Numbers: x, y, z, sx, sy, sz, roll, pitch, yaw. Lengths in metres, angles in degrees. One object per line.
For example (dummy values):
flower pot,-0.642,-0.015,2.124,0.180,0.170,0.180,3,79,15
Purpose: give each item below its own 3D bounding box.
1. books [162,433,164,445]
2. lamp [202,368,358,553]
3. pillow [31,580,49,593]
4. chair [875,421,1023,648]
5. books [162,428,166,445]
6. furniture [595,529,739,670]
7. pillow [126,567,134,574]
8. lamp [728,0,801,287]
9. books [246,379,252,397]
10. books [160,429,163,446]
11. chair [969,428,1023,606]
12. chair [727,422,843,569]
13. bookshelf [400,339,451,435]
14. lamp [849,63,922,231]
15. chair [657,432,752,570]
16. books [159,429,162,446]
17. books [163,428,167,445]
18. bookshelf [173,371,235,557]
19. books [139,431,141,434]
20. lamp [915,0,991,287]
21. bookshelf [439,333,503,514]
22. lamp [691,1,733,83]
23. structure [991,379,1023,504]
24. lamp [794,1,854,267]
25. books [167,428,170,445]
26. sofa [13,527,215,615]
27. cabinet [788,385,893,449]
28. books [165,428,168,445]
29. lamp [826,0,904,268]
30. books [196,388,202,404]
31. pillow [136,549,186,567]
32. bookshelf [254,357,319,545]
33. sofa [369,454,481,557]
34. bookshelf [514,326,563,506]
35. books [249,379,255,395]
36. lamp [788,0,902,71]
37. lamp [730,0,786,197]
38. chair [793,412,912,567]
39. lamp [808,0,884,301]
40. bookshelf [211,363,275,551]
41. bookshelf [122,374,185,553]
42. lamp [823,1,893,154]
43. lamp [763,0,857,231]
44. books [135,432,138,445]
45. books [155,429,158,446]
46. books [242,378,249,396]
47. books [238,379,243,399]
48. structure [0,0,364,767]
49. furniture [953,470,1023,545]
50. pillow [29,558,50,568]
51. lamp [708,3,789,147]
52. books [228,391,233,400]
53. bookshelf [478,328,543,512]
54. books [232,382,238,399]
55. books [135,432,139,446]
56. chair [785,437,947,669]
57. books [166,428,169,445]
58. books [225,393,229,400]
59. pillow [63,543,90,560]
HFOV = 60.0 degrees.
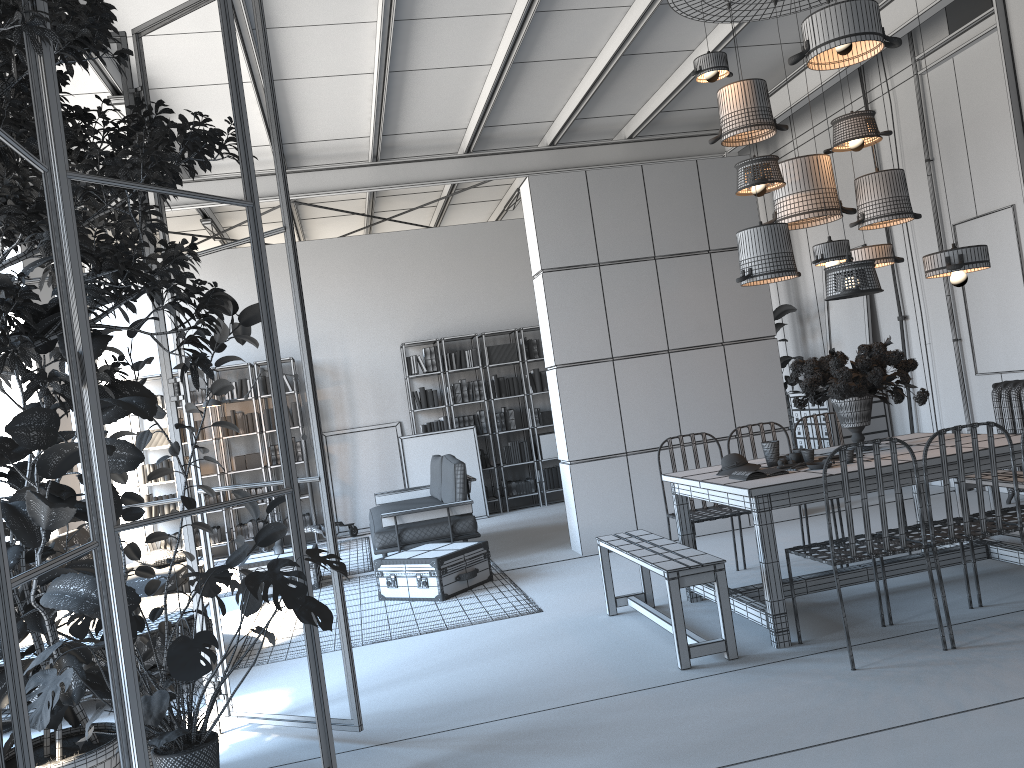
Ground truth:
books,-4.134,0.629,10.534,0.014,0.207,0.157,-8,-1,-10
lamp,-2.682,0.882,10.302,1.284,2.144,1.194,-8,-1,2
pillow,-3.747,1.650,7.021,0.186,0.404,0.394,-8,-1,-22
chair,2.090,0.676,4.255,0.474,0.975,0.488,-8,-1,-10
books,-4.121,0.627,10.536,0.014,0.207,0.157,-8,-1,-10
furniture,0.802,1.127,4.833,0.300,0.478,1.260,-8,-1,-10
pillow,-3.653,1.737,7.934,0.453,0.157,0.488,-8,-1,-10
lamp,1.285,-1.478,4.889,0.352,1.845,0.312,-8,-1,15
books,-3.189,0.060,10.793,0.035,0.229,0.196,-8,-1,-10
books,-4.147,0.631,10.531,0.014,0.207,0.157,-8,-1,-10
chair,2.586,0.606,4.347,0.474,0.975,0.488,-8,-1,-10
chair,1.799,0.747,5.928,0.474,0.975,0.488,-8,-1,-10
bookshelf,-1.016,0.601,11.178,0.455,2.276,0.455,-8,-1,-10
lamp,2.171,-1.742,5.420,0.364,1.553,0.322,-9,-1,35
chair,1.303,0.816,5.836,0.474,0.975,0.488,-8,-1,-10
books,-4.160,0.633,10.529,0.014,0.207,0.157,-8,-1,-10
books,-4.108,0.625,10.539,0.014,0.207,0.157,-8,-1,-10
bookshelf,-3.730,0.978,10.658,0.455,2.276,0.455,-8,-1,-10
books,-4.372,0.662,10.490,0.014,0.207,0.157,-8,-1,-10
lamp,2.301,-1.531,4.858,0.323,2.026,0.404,-8,-1,-7
bookshelf,-0.535,0.533,11.248,0.455,2.276,0.455,-8,-1,-10
lamp,1.177,-2.101,5.361,0.202,0.564,0.253,-9,-1,28
structure,4.080,0.460,6.848,0.328,1.007,0.733,-8,-1,-10
lamp,1.730,-1.543,5.121,0.202,1.831,0.253,-9,-1,28
books,-4.068,0.620,10.546,0.014,0.207,0.157,-8,-1,-10
sofa,-3.650,1.696,8.242,1.206,0.734,3.193,-8,-1,-10
cabinet,3.471,0.553,9.351,0.668,1.026,0.796,-8,-1,-10
books,-4.094,0.624,10.541,0.014,0.207,0.157,-8,-1,-10
lamp,2.174,-1.613,5.734,0.404,1.798,0.323,-7,-1,-42
books,-3.743,0.148,10.672,0.056,0.195,0.270,-8,-1,-10
pillow,-3.413,1.697,8.656,0.375,0.177,0.407,-9,-1,40
bookshelf,-2.748,0.842,10.842,0.455,2.276,0.455,-8,-1,-10
sofa,-0.903,1.193,8.524,0.952,0.948,2.347,-8,-1,-10
bookshelf,0.446,0.397,11.431,0.455,2.276,0.455,-8,-1,-10
books,-3.161,0.055,10.798,0.023,0.232,0.187,-8,-1,-10
lamp,1.768,-2.127,4.841,0.505,0.687,0.403,-7,-1,-32
lamp,1.393,-1.758,5.270,0.301,1.306,0.359,-8,-1,-18
chair,2.282,0.680,6.018,0.474,0.975,0.488,-8,-1,-10
lamp,1.655,-1.454,4.688,0.301,2.004,0.359,-8,-1,-13
bookshelf,-3.242,0.911,10.785,0.455,2.276,0.455,-8,-1,-10
bookshelf,-4.214,1.046,10.604,0.455,2.276,0.455,-8,-1,-10
lamp,2.028,-1.954,5.399,0.359,1.094,0.301,-8,-1,7
lamp,1.781,-1.736,5.639,0.415,1.447,0.470,-7,-1,-40
books,-4.431,0.667,10.478,0.073,0.201,0.156,-8,-1,-13
books,-4.200,0.638,10.522,0.014,0.207,0.157,-8,-1,-10
books,-3.236,0.058,10.785,0.057,0.242,0.178,-8,-1,-10
books,-3.296,0.067,10.754,0.077,0.244,0.178,-8,-1,-11
structure,-2.207,0.065,2.920,2.994,3.454,2.452,-8,-1,-10
furniture,3.184,0.795,5.249,0.300,0.478,1.260,-8,-1,-10
pillow,-3.745,1.619,7.276,0.252,0.404,0.512,-8,-1,-14
lamp,1.431,-1.978,5.595,0.346,0.870,0.392,-7,-1,-40
books,-3.418,0.089,10.761,0.029,0.231,0.173,-8,-1,-10
bookshelf,-0.036,0.464,11.347,0.455,2.276,0.455,-8,-1,-10
books,-3.355,0.087,10.761,0.039,0.222,0.161,-8,-1,-10
books,-4.417,0.670,10.481,0.073,0.201,0.156,-8,-1,-13
chair,1.607,0.743,4.165,0.474,0.975,0.488,-8,-1,-10
books,-4.081,0.622,10.544,0.014,0.207,0.157,-8,-1,-10
books,-3.452,0.105,10.743,0.043,0.213,0.154,-8,-1,-10
pillow,-4.001,1.663,8.259,0.190,0.357,0.422,-8,-1,-11
